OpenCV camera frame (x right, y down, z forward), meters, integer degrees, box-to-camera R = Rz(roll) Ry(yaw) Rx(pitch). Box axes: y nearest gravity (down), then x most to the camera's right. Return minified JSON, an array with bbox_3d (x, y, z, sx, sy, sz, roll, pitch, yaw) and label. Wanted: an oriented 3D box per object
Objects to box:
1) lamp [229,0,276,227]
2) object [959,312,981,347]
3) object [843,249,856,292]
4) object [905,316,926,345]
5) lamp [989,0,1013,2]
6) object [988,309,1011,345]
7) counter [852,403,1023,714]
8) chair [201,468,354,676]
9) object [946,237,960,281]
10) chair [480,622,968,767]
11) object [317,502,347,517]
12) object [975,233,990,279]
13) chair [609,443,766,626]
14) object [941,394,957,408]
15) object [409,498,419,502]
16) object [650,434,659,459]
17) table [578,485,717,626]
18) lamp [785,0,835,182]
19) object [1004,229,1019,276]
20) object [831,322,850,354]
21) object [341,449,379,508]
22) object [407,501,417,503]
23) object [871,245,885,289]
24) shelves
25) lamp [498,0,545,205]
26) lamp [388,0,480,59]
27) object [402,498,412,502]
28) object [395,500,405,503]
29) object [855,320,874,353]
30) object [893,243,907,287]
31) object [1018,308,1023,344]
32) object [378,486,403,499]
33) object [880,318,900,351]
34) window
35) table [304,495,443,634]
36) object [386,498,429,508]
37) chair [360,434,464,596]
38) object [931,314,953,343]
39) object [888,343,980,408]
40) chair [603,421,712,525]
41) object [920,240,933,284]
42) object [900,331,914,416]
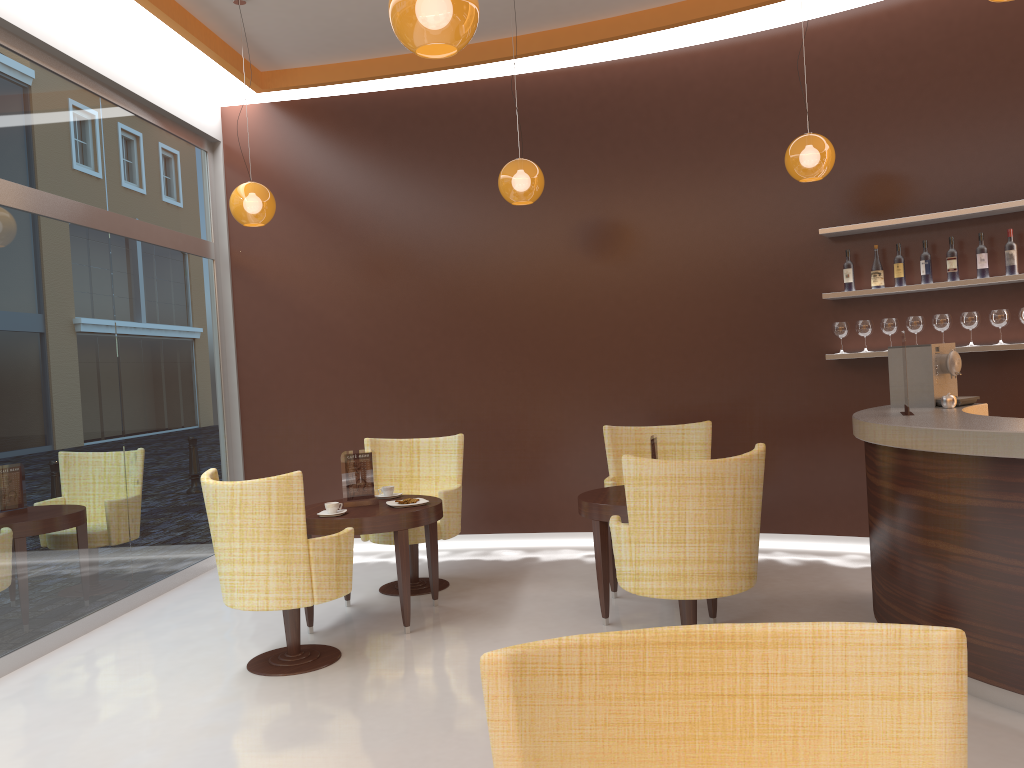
[{"bbox_3d":[-1.763,-1.806,5.894,0.299,1.500,0.299,-4,1,-26],"label":"lamp"},{"bbox_3d":[2.951,-0.351,5.707,0.125,0.221,0.125,-3,1,31],"label":"object"},{"bbox_3d":[2.334,-0.782,6.142,0.073,0.297,0.073,-3,1,16],"label":"object"},{"bbox_3d":[2.694,-0.339,5.916,0.125,0.221,0.125,-3,1,31],"label":"object"},{"bbox_3d":[1.492,-1.947,2.702,0.299,1.500,0.299,-4,1,-15],"label":"lamp"},{"bbox_3d":[3.080,-0.357,5.596,0.125,0.221,0.125,-3,1,31],"label":"object"},{"bbox_3d":[2.621,0.675,3.631,1.586,1.100,2.917,-4,1,-38],"label":"counter"},{"bbox_3d":[-1.185,0.929,4.552,0.729,1.017,0.685,-3,1,38],"label":"chair"},{"bbox_3d":[2.860,-0.807,5.756,0.073,0.297,0.073,-3,1,16],"label":"object"},{"bbox_3d":[0.337,0.895,1.215,0.729,1.017,0.685,-3,1,3],"label":"chair"},{"bbox_3d":[-1.016,0.706,5.003,0.153,0.069,0.153,-3,1,7],"label":"object"},{"bbox_3d":[2.991,-0.813,5.640,0.073,0.297,0.073,-3,1,4],"label":"object"},{"bbox_3d":[0.854,0.811,4.294,0.729,1.017,0.685,-4,1,-15],"label":"chair"},{"bbox_3d":[2.283,0.088,4.637,0.075,0.077,0.075,-4,1,-25],"label":"object"},{"bbox_3d":[-0.583,0.692,5.270,0.055,0.018,0.052,-3,1,31],"label":"object"},{"bbox_3d":[0.824,0.460,5.102,0.042,0.335,0.209,-3,1,20],"label":"object"},{"bbox_3d":[0.838,0.967,5.110,0.872,0.679,0.874,-4,1,-37],"label":"table"},{"bbox_3d":[1.808,-2.014,5.484,0.299,1.500,0.299,-4,1,-15],"label":"lamp"},{"bbox_3d":[3.112,-0.818,5.529,0.073,0.297,0.073,-3,1,16],"label":"object"},{"bbox_3d":[2.301,-0.321,6.200,0.125,0.221,0.125,-3,1,31],"label":"object"},{"bbox_3d":[-0.908,0.561,5.289,0.209,0.335,0.042,-4,1,-18],"label":"object"},{"bbox_3d":[-0.589,0.695,5.205,0.055,0.014,0.053,-4,1,-10],"label":"object"},{"bbox_3d":[2.493,-0.795,6.052,0.086,0.303,0.086,-4,1,-15],"label":"object"},{"bbox_3d":[3.727,-0.684,4.459,0.586,0.902,4.744,-4,1,-36],"label":"shelves"},{"bbox_3d":[0.023,-1.910,5.689,0.299,1.500,0.299,-4,1,-15],"label":"lamp"},{"bbox_3d":[-0.293,-1.843,2.907,0.299,1.500,0.299,-3,1,17],"label":"lamp"},{"bbox_3d":[-0.627,0.693,5.286,0.054,0.018,0.051,-3,1,5],"label":"object"},{"bbox_3d":[-0.658,0.691,5.211,0.055,0.016,0.052,-3,1,6],"label":"object"},{"bbox_3d":[2.433,-0.327,6.111,0.125,0.221,0.125,-3,1,31],"label":"object"},{"bbox_3d":[2.607,-0.795,5.964,0.073,0.297,0.073,-4,1,-24],"label":"object"},{"bbox_3d":[3.198,-0.362,5.475,0.125,0.221,0.125,-3,1,31],"label":"object"},{"bbox_3d":[-0.779,0.682,5.595,0.153,0.069,0.153,-3,1,29],"label":"object"},{"bbox_3d":[2.565,-0.333,6.016,0.125,0.221,0.125,-3,1,31],"label":"object"},{"bbox_3d":[-2.906,-0.192,3.445,0.040,3.380,8.200,-3,1,7],"label":"window"},{"bbox_3d":[-0.834,1.065,5.293,0.872,0.679,0.874,-4,1,-37],"label":"table"},{"bbox_3d":[-0.616,0.703,5.234,0.234,0.020,0.234,-4,1,-22],"label":"object"},{"bbox_3d":[-0.679,0.872,6.069,0.729,1.017,0.685,-3,1,10],"label":"chair"},{"bbox_3d":[2.823,-0.345,5.815,0.125,0.221,0.125,-3,1,31],"label":"object"},{"bbox_3d":[2.325,-0.051,4.886,0.270,0.340,0.373,-4,1,-38],"label":"object"},{"bbox_3d":[0.979,0.776,5.889,0.729,1.017,0.685,-3,1,13],"label":"chair"},{"bbox_3d":[2.737,-0.801,5.861,0.073,0.297,0.073,-3,1,16],"label":"object"},{"bbox_3d":[1.962,-0.058,4.428,0.052,0.414,0.258,-3,1,20],"label":"object"}]
